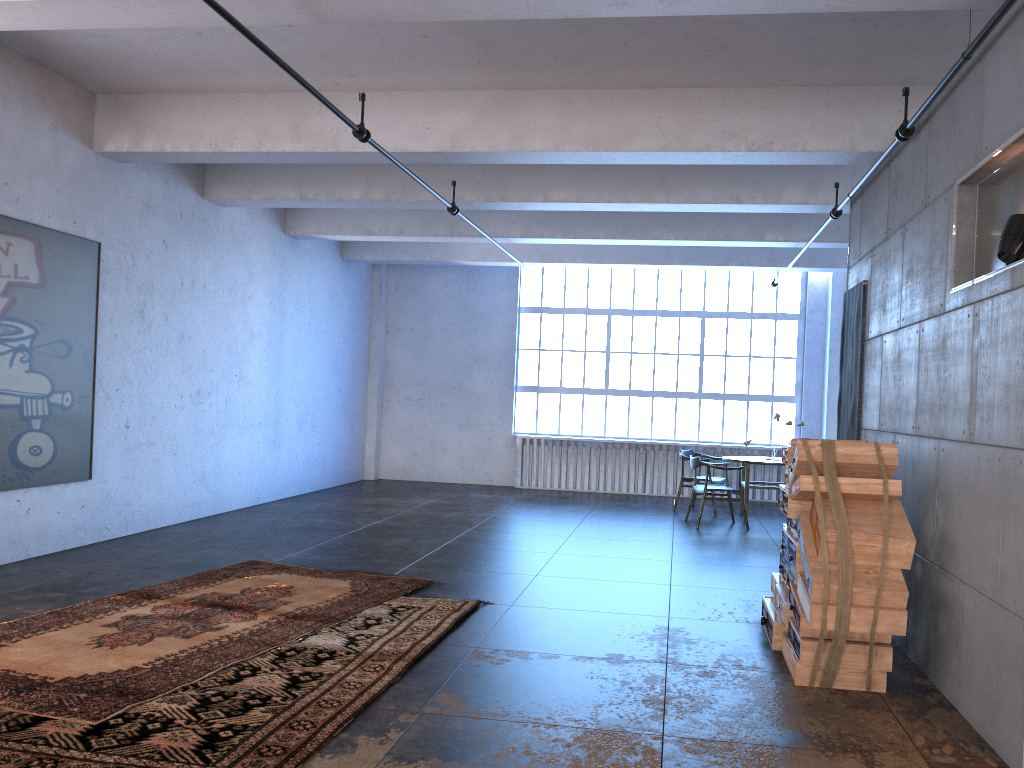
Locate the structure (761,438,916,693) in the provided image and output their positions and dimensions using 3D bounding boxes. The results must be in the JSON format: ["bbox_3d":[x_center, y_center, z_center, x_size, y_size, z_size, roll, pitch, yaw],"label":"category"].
[{"bbox_3d":[1.883,0.973,5.347,0.633,1.315,1.926,2,-1,11],"label":"structure"}]

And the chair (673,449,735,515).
[{"bbox_3d":[2.684,1.358,12.323,0.659,0.864,0.743,2,0,36],"label":"chair"}]

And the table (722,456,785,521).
[{"bbox_3d":[3.440,1.430,11.754,1.337,0.851,1.283,3,-1,-37],"label":"table"}]

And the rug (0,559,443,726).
[{"bbox_3d":[-1.916,1.451,5.632,1.851,0.048,3.569,2,-1,20],"label":"rug"}]

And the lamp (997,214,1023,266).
[{"bbox_3d":[2.329,-0.648,4.060,0.213,0.258,0.170,2,0,-9],"label":"lamp"}]

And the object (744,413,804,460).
[{"bbox_3d":[3.472,0.689,11.737,0.768,0.624,0.241,2,0,11],"label":"object"}]

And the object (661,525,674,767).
[{"bbox_3d":[1.286,1.675,0.691,19.609,0.001,27.391,2,-1,10],"label":"object"}]

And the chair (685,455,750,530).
[{"bbox_3d":[2.528,1.329,10.916,0.675,0.864,0.726,2,0,-3],"label":"chair"}]
